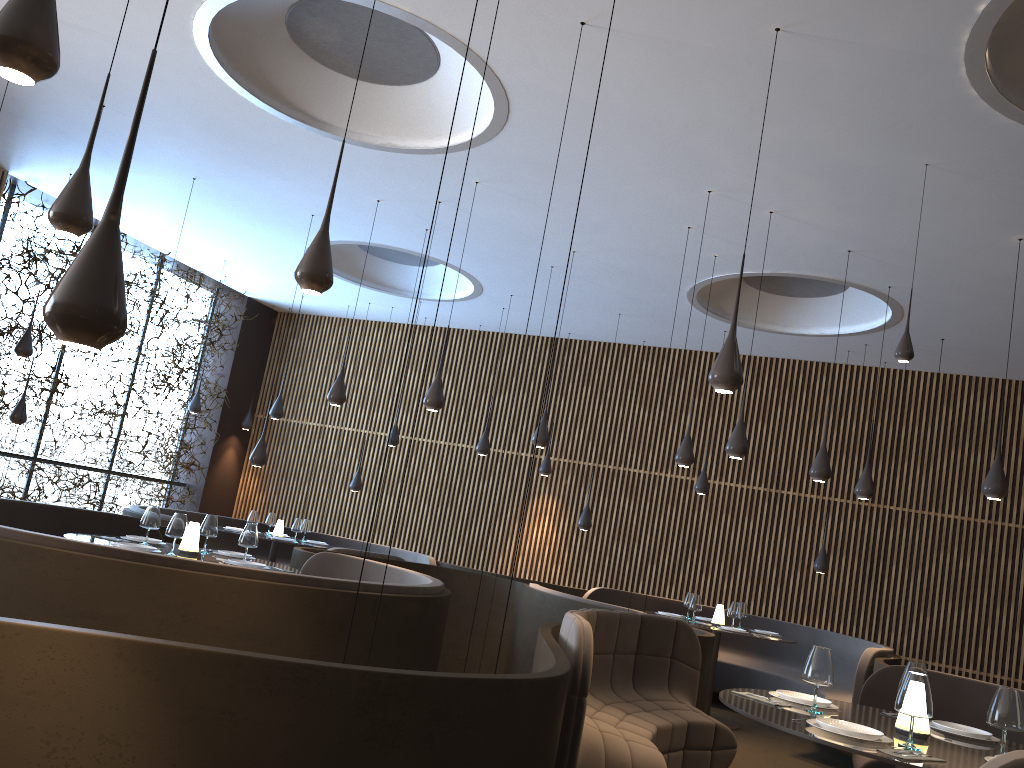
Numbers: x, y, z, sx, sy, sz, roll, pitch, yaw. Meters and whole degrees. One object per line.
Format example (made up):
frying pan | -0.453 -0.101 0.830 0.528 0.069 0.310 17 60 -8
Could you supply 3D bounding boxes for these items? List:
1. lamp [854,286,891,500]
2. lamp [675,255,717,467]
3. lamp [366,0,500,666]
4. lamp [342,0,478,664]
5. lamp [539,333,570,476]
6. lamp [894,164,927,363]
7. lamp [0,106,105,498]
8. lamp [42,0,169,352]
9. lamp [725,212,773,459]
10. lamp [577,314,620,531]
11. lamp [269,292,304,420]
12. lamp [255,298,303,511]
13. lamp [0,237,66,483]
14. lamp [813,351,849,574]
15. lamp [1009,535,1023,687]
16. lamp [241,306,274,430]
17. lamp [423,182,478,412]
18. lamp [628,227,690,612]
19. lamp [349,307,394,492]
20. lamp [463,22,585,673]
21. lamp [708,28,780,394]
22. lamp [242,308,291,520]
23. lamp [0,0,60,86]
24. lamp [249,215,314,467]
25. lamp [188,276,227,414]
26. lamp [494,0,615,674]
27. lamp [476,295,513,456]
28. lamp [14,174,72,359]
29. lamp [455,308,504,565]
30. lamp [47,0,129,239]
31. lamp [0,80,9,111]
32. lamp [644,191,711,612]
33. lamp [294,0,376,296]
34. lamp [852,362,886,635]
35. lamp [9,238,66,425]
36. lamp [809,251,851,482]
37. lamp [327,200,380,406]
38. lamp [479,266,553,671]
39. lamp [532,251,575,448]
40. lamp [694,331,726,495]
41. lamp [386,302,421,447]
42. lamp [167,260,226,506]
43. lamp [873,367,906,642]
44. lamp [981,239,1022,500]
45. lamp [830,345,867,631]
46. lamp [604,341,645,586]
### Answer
lamp | 3.715 0.072 9.026 0.196 2.216 0.196 9 -8 7
lamp | 1.918 -0.252 9.051 0.196 2.216 0.196 16 -10 -33
lamp | -0.514 0.518 4.086 0.196 6.253 0.196 18 -11 -43
lamp | -0.510 0.398 3.393 0.196 6.253 0.196 9 -8 7
lamp | 0.686 0.298 13.497 0.196 2.216 0.196 9 -8 7
lamp | 2.933 -0.892 6.447 0.133 1.503 0.133 8 -9 16
lamp | -4.353 0.462 7.783 0.196 6.253 0.196 14 -9 -23
lamp | -0.826 -1.531 2.441 0.195 2.950 0.197 6 -9 26
lamp | 2.105 -0.447 7.717 0.196 2.216 0.196 16 -10 -33
lamp | 1.204 0.482 11.853 0.196 2.950 0.196 9 -8 7
lamp | -3.028 -0.599 12.245 0.196 2.216 0.196 9 -8 7
lamp | -3.957 1.612 13.964 0.196 6.253 0.196 18 -11 -43
lamp | -6.017 0.660 10.666 0.196 6.253 0.196 18 -11 -43
lamp | 4.230 0.994 11.615 0.196 2.950 0.196 9 -8 7
lamp | 3.932 1.825 6.916 0.196 6.253 0.196 14 -9 -23
lamp | -4.384 -0.295 15.411 0.196 2.216 0.196 18 -11 -43
lamp | -0.532 -0.837 8.265 0.196 2.216 0.196 16 -10 -33
lamp | 1.156 1.530 8.132 0.196 6.253 0.196 16 -10 -33
lamp | -2.159 0.218 13.858 0.196 2.950 0.196 9 -8 7
lamp | -0.114 0.774 5.129 0.196 6.253 0.196 16 -10 -33
lamp | 1.385 -1.035 5.125 0.196 2.216 0.196 14 -9 -23
lamp | -4.451 1.716 15.077 0.196 6.253 0.196 18 -11 -43
lamp | -1.189 -1.936 2.634 0.196 2.216 0.196 16 -10 -33
lamp | -2.572 -0.521 10.057 0.195 2.950 0.197 8 -9 16
lamp | -4.727 -0.628 13.859 0.196 2.216 0.196 18 -11 -43
lamp | 0.045 0.531 3.571 0.196 6.253 0.196 9 -8 7
lamp | -0.204 -0.133 11.960 0.196 2.216 0.196 9 -8 7
lamp | -5.368 -1.379 10.226 0.196 2.216 0.196 16 -10 -33
lamp | -0.682 1.942 12.421 0.195 6.253 0.197 4 -10 36
lamp | -1.872 -1.773 4.282 0.195 2.216 0.197 6 -9 26
lamp | -3.853 -1.742 6.540 0.195 2.216 0.197 8 -9 16
lamp | 1.155 1.374 7.239 0.196 6.253 0.196 16 -10 -33
lamp | -0.801 -1.533 4.558 0.195 2.216 0.197 8 -9 16
lamp | 4.520 2.751 11.609 0.196 6.253 0.196 18 -11 -43
lamp | -5.700 -0.949 10.881 0.196 2.950 0.196 16 -10 -33
lamp | 3.013 -0.187 8.278 0.195 2.216 0.197 8 -9 16
lamp | -1.615 -0.861 9.239 0.196 2.216 0.196 16 -10 -33
lamp | -0.080 1.648 10.106 0.195 6.253 0.197 4 -10 36
lamp | 0.493 -0.396 9.723 0.196 2.216 0.196 16 -10 -33
lamp | 2.678 0.366 11.801 0.196 2.216 0.196 11 -8 -3
lamp | -1.574 -0.162 13.228 0.196 2.216 0.196 9 -8 7
lamp | -4.788 1.226 12.623 0.196 6.253 0.196 18 -11 -43
lamp | 4.386 2.552 10.606 0.195 6.253 0.197 4 -10 36
lamp | 4.107 -0.145 7.349 0.195 2.216 0.197 8 -9 16
lamp | 3.995 2.539 10.947 0.195 6.253 0.197 4 -10 36
lamp | 1.426 2.404 12.862 0.195 6.253 0.197 4 -10 36
